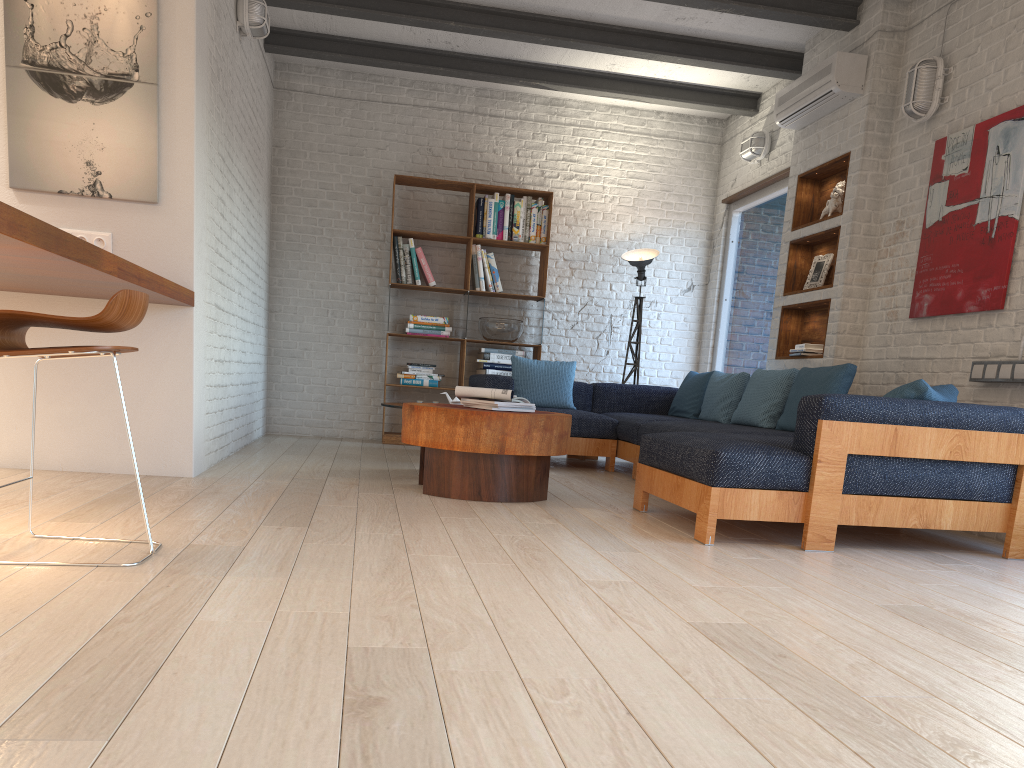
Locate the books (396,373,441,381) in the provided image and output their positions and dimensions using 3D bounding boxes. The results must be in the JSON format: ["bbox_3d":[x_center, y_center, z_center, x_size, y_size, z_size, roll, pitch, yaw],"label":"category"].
[{"bbox_3d":[-0.815,-0.060,7.589,0.380,0.037,0.240,4,0,-10],"label":"books"}]

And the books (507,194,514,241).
[{"bbox_3d":[-0.029,-1.397,7.457,0.036,0.392,0.238,2,8,-9],"label":"books"}]

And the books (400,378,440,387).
[{"bbox_3d":[-0.796,-0.012,7.592,0.326,0.057,0.250,4,1,0],"label":"books"}]

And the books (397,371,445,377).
[{"bbox_3d":[-0.796,-0.086,7.576,0.380,0.018,0.239,4,0,-17],"label":"books"}]

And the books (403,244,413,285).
[{"bbox_3d":[-0.892,-1.002,7.422,0.102,0.341,0.248,2,7,-9],"label":"books"}]

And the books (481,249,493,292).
[{"bbox_3d":[-0.234,-0.960,7.508,0.125,0.356,0.265,3,7,-9],"label":"books"}]

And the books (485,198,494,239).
[{"bbox_3d":[-0.205,-1.382,7.424,0.056,0.337,0.248,2,7,-9],"label":"books"}]

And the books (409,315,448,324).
[{"bbox_3d":[-0.719,-0.548,7.509,0.327,0.057,0.250,4,1,-7],"label":"books"}]

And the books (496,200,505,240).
[{"bbox_3d":[-0.116,-1.376,7.458,0.056,0.337,0.248,2,7,-9],"label":"books"}]

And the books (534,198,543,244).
[{"bbox_3d":[0.212,-1.380,7.499,0.036,0.392,0.238,2,8,-9],"label":"books"}]

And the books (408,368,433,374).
[{"bbox_3d":[-0.799,-0.113,7.594,0.206,0.034,0.130,4,1,-10],"label":"books"}]

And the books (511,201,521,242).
[{"bbox_3d":[0.017,-1.366,7.456,0.056,0.337,0.248,2,7,-9],"label":"books"}]

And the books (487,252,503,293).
[{"bbox_3d":[-0.165,-0.946,7.517,0.158,0.336,0.248,3,7,-10],"label":"books"}]

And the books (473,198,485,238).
[{"bbox_3d":[-0.284,-1.388,7.428,0.056,0.337,0.248,2,7,-9],"label":"books"}]

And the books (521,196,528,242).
[{"bbox_3d":[0.081,-1.389,7.490,0.036,0.392,0.238,2,8,-9],"label":"books"}]

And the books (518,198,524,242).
[{"bbox_3d":[0.054,-1.378,7.474,0.021,0.367,0.265,2,7,-9],"label":"books"}]

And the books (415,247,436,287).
[{"bbox_3d":[-0.746,-0.984,7.441,0.195,0.325,0.248,3,7,-10],"label":"books"}]

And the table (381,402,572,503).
[{"bbox_3d":[-0.265,0.349,5.118,1.077,0.455,1.798,4,1,-4],"label":"table"}]

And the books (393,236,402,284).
[{"bbox_3d":[-0.974,-1.033,7.376,0.091,0.393,0.238,2,8,-9],"label":"books"}]

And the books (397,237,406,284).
[{"bbox_3d":[-0.938,-1.031,7.390,0.091,0.393,0.238,2,8,-9],"label":"books"}]

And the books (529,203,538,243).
[{"bbox_3d":[0.164,-1.355,7.491,0.056,0.337,0.248,2,7,-9],"label":"books"}]

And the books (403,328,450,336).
[{"bbox_3d":[-0.741,-0.445,7.515,0.380,0.037,0.239,4,0,-14],"label":"books"}]

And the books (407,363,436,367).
[{"bbox_3d":[-0.790,-0.166,7.572,0.252,0.017,0.159,4,0,-10],"label":"books"}]

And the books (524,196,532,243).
[{"bbox_3d":[0.120,-1.386,7.483,0.036,0.392,0.238,2,8,-9],"label":"books"}]

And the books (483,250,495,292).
[{"bbox_3d":[-0.214,-0.958,7.521,0.125,0.356,0.265,3,7,-9],"label":"books"}]

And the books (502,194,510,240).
[{"bbox_3d":[-0.064,-1.400,7.441,0.036,0.392,0.238,2,8,-9],"label":"books"}]

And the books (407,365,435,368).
[{"bbox_3d":[-0.795,-0.153,7.587,0.243,0.008,0.153,4,0,-10],"label":"books"}]

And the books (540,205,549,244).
[{"bbox_3d":[0.256,-1.349,7.529,0.056,0.337,0.248,2,7,-9],"label":"books"}]

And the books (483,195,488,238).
[{"bbox_3d":[-0.245,-1.399,7.431,0.021,0.367,0.265,2,7,-9],"label":"books"}]

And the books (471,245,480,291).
[{"bbox_3d":[-0.325,-0.984,7.503,0.101,0.392,0.238,2,8,-9],"label":"books"}]

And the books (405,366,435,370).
[{"bbox_3d":[-0.804,-0.140,7.595,0.237,0.019,0.167,4,0,-17],"label":"books"}]

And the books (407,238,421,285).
[{"bbox_3d":[-0.831,-1.022,7.397,0.121,0.390,0.238,2,8,-9],"label":"books"}]

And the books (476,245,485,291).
[{"bbox_3d":[-0.284,-0.980,7.487,0.104,0.392,0.238,2,8,-9],"label":"books"}]

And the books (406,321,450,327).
[{"bbox_3d":[-0.730,-0.510,7.517,0.356,0.021,0.267,4,0,-11],"label":"books"}]

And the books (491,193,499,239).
[{"bbox_3d":[-0.158,-1.407,7.431,0.036,0.392,0.238,2,8,-9],"label":"books"}]
